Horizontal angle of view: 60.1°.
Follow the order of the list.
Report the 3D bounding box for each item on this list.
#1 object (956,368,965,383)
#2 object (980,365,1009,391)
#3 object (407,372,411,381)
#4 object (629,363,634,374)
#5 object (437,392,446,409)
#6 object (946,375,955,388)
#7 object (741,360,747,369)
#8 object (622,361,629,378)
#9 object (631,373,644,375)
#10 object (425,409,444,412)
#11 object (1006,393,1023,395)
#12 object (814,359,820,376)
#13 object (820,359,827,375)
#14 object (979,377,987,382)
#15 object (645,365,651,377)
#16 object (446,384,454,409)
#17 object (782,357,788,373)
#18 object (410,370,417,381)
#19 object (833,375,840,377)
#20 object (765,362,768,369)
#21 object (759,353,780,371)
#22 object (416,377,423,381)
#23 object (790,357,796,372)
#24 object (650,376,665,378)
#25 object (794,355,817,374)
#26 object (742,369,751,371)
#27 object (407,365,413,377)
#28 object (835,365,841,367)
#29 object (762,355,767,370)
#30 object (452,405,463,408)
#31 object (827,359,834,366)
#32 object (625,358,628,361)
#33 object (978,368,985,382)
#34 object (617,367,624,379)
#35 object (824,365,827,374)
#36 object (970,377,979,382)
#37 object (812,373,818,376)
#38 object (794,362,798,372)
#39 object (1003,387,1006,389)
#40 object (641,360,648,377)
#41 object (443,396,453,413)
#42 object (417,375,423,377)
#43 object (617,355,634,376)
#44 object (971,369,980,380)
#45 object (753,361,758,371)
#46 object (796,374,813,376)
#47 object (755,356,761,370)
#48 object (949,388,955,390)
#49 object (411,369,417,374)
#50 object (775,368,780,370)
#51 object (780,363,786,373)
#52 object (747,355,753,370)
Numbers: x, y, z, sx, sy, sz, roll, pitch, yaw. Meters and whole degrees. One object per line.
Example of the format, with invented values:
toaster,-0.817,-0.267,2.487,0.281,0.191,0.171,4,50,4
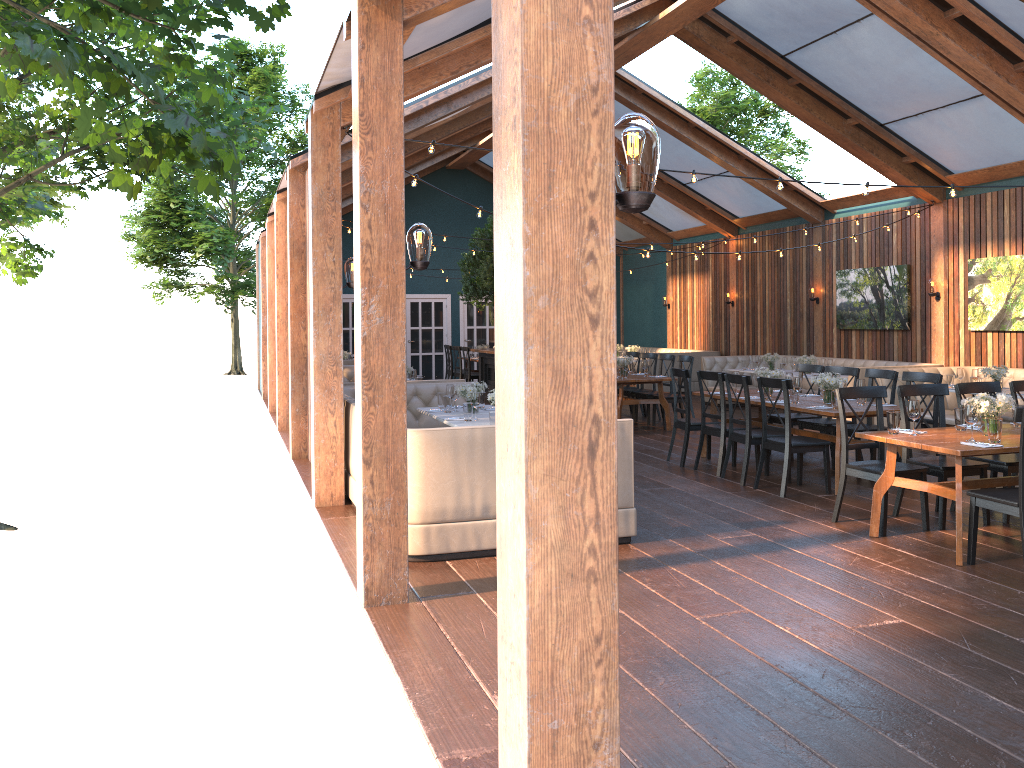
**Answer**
object,5.456,-0.071,10.765,0.092,0.244,0.092,0,1,30
object,5.679,-0.077,10.372,0.329,0.309,0.337,0,2,4
object,-1.461,-0.082,12.421,0.092,0.158,0.092,-1,1,-32
object,1.777,-0.225,13.170,0.092,0.158,0.092,0,2,38
object,-0.703,0.167,8.862,0.092,0.158,0.092,-1,1,-32
object,5.367,-0.032,10.829,0.092,0.158,0.092,-1,1,-32
object,3.969,-0.329,15.133,0.092,0.158,0.092,-1,1,-32
object,1.576,-0.202,12.287,0.092,0.244,0.092,-1,1,-15
object,1.858,-0.145,13.023,0.255,0.019,0.158,-2,4,-18
object,-0.710,0.255,8.613,0.255,0.019,0.158,-2,4,-18
object,5.591,0.107,9.841,0.255,0.019,0.158,-2,4,-18
object,4.599,-0.249,13.340,0.092,0.244,0.092,-1,1,-15
object,4.776,-0.267,13.572,0.092,0.244,0.092,0,1,30
object,5.760,-0.036,10.833,0.092,0.158,0.092,-1,1,-32
object,1.933,-0.186,12.614,0.092,0.158,0.092,0,1,18
object,-0.614,0.128,8.799,0.092,0.244,0.092,0,1,30
object,4.351,-0.301,14.097,0.092,0.244,0.092,0,1,30
object,-1.269,-0.052,11.377,0.092,0.244,0.092,0,1,30
object,4.753,-0.126,13.179,0.157,0.019,0.255,-2,4,-18
object,4.362,-0.333,15.137,0.092,0.158,0.092,-1,1,-32
object,4.293,-0.375,14.682,0.336,0.309,0.329,-1,2,-6
object,-1.180,-0.005,11.314,0.092,0.158,0.092,0,1,18
object,4.545,-0.316,14.286,0.092,0.244,0.092,0,1,30
object,2.038,-0.106,12.465,0.255,0.019,0.158,-2,4,-18
object,4.589,-0.312,13.769,0.336,0.309,0.329,-1,2,-1
object,3.962,-0.241,14.883,0.255,0.019,0.158,-2,4,-18
object,-1.476,-0.113,11.805,0.336,0.309,0.329,-1,2,-1
object,4.888,-0.204,13.274,0.092,0.158,0.092,0,1,18
object,4.298,-0.369,15.048,0.092,0.244,0.092,0,1,30
object,-0.566,0.229,8.958,0.157,0.019,0.255,-2,4,-18
object,4.799,-0.250,13.338,0.092,0.244,0.092,0,1,30
object,1.674,-0.260,13.065,0.092,0.244,0.092,0,1,24
object,5.696,-0.071,10.744,0.092,0.244,0.092,0,1,30
object,1.490,-0.149,12.167,0.092,0.158,0.092,0,1,18
object,4.840,-0.231,13.661,0.092,0.158,0.092,-1,1,-32
object,5.455,-0.005,10.442,0.092,0.158,0.092,-1,1,-32
object,4.536,-0.199,13.251,0.092,0.158,0.092,-1,1,-32
object,4.608,-0.281,14.375,0.092,0.158,0.092,-1,1,-32
object,5.857,0.043,10.697,0.255,0.019,0.158,-2,4,-18
object,1.879,-0.222,12.532,0.092,0.244,0.092,0,1,7
object,-0.615,0.194,8.476,0.092,0.158,0.092,-1,1,-32
object,-1.228,-0.033,11.701,0.092,0.158,0.092,-1,1,-32
object,1.598,-0.266,12.725,0.329,0.309,0.337,0,3,19
object,5.518,-0.054,10.531,0.092,0.244,0.092,0,1,30
object,4.057,-0.302,14.746,0.092,0.158,0.092,-1,1,-32
object,4.441,-0.138,13.388,0.255,0.019,0.158,-2,4,-18
object,4.120,-0.352,14.835,0.092,0.244,0.092,0,1,30
object,5.360,0.056,10.579,0.255,0.019,0.158,-2,4,-18
object,-1.292,-0.068,11.612,0.092,0.244,0.092,0,1,30
object,4.458,-0.255,15.001,0.255,0.019,0.158,-2,4,-18
object,4.287,-0.251,14.008,0.092,0.158,0.092,-1,1,-32
object,4.057,-0.368,15.069,0.092,0.244,0.092,0,1,30
